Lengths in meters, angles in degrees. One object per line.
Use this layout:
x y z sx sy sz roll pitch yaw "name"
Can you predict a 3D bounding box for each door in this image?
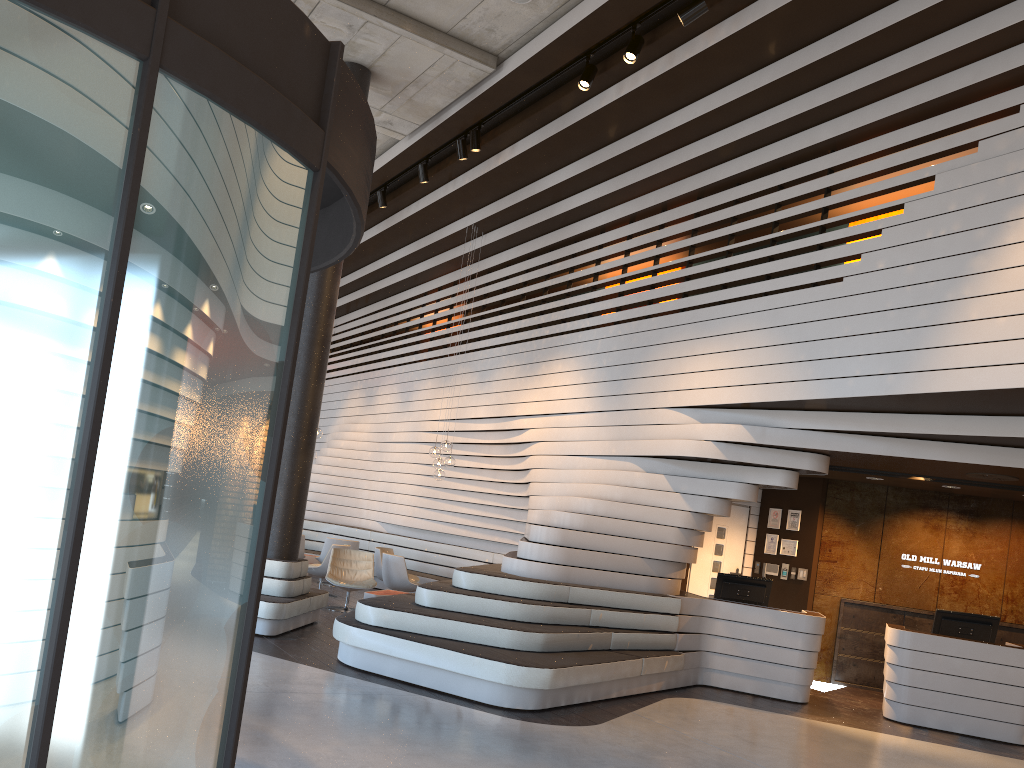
-2.262 0.243 2.972 3.211 2.834 3.272 11 -6 -23 "door"
2.667 2.585 11.642 0.974 2.093 0.163 10 -3 -30 "door"

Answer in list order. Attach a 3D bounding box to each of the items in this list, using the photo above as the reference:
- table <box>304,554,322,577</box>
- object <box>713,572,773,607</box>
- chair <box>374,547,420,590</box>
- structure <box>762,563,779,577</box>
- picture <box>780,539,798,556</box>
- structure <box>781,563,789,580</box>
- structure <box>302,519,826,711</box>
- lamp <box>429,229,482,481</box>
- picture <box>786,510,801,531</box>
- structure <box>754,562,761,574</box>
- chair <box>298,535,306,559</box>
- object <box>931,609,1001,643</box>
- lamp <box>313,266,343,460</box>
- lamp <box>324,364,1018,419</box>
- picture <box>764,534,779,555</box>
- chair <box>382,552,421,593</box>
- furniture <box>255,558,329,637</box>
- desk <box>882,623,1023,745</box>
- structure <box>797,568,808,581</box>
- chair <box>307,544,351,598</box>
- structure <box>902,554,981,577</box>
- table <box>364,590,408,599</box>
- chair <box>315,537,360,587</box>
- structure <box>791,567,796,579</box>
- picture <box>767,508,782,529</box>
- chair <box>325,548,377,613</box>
-3.695 3.054 14.920 0.905 0.368 0.417 8 -6 2 "table"
2.546 2.395 9.796 0.595 0.550 0.371 7 -4 10 "object"
-1.746 2.865 13.182 0.710 0.762 0.662 7 -5 14 "chair"
3.409 2.504 11.648 0.026 0.252 0.259 10 -6 -32 "structure"
3.591 2.121 11.436 0.014 0.201 0.264 10 -6 -30 "picture"
3.542 2.435 11.446 0.012 0.200 0.105 10 -4 -30 "structure"
-3.294 2.902 15.391 5.799 0.921 18.297 14 -10 -33 "structure"
-0.759 -0.919 12.813 0.333 4.686 0.535 7 -3 22 "lamp"
3.652 1.766 11.432 0.014 0.261 0.203 10 -5 -30 "picture"
3.302 2.468 11.850 0.009 0.154 0.086 10 -4 -30 "structure"
-3.614 2.724 13.993 0.657 0.761 0.716 9 -5 -10 "chair"
4.662 2.628 9.114 0.596 0.550 0.371 6 -5 20 "object"
-2.805 -1.182 13.537 0.310 4.713 0.664 9 -3 -22 "lamp"
1.442 -1.417 6.837 9.068 4.582 42.143 12 -9 -30 "lamp"
3.440 2.124 11.693 0.014 0.261 0.203 10 -5 -30 "picture"
-1.486 2.750 12.185 0.713 0.761 0.659 11 -6 -30 "chair"
-2.752 2.165 9.376 1.274 0.717 1.789 7 -8 5 "furniture"
4.509 3.026 8.923 1.455 0.915 0.858 6 -6 17 "desk"
3.691 2.415 11.187 0.021 0.141 0.143 10 -6 -30 "structure"
-2.727 2.647 12.662 0.710 0.762 0.662 7 -5 10 "chair"
5.223 2.216 10.748 0.882 0.166 0.007 6 -3 17 "structure"
-1.538 2.721 10.737 0.414 0.368 0.913 4 -9 32 "table"
-2.852 2.886 14.346 0.658 0.761 0.714 10 -6 -23 "chair"
3.615 2.430 11.315 0.019 0.146 0.063 10 -4 -30 "structure"
3.488 1.785 11.708 0.014 0.261 0.203 10 -5 -30 "picture"
-2.087 2.544 11.395 0.657 0.761 0.715 9 -5 -14 "chair"
